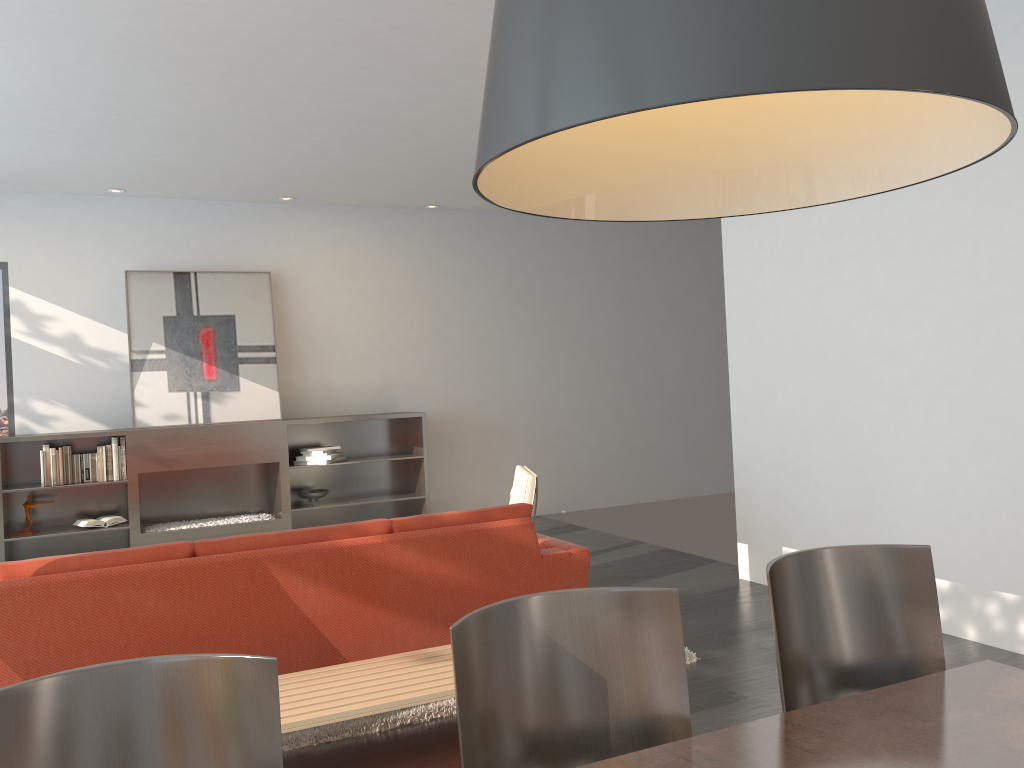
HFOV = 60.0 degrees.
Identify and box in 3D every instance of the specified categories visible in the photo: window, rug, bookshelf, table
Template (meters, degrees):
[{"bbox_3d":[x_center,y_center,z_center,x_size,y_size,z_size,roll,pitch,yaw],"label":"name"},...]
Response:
[{"bbox_3d":[-4.739,-0.062,6.996,1.410,3.340,0.065,-3,-1,-25],"label":"window"},{"bbox_3d":[-1.431,1.445,4.832,3.773,0.043,2.983,-3,0,-25],"label":"rug"},{"bbox_3d":[-2.402,0.915,7.544,3.388,1.163,0.570,-3,0,-25],"label":"bookshelf"},{"bbox_3d":[0.366,1.033,0.997,2.151,0.765,1.171,-3,0,-25],"label":"table"}]

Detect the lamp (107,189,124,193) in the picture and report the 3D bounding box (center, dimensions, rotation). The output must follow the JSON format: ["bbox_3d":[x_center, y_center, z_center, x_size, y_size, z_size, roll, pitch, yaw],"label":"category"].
[{"bbox_3d":[-3.292,-1.605,7.371,0.129,0.010,0.129,-3,0,20],"label":"lamp"}]

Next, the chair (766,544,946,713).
[{"bbox_3d":[0.834,0.857,1.762,0.548,0.968,0.614,-3,0,-25],"label":"chair"}]

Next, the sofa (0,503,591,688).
[{"bbox_3d":[-1.015,1.003,3.833,2.597,0.852,1.038,-3,0,-25],"label":"sofa"}]

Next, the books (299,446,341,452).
[{"bbox_3d":[-1.692,0.570,7.802,0.300,0.020,0.210,-3,0,-35],"label":"books"}]

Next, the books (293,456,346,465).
[{"bbox_3d":[-1.687,0.676,7.801,0.314,0.038,0.398,-3,0,14],"label":"books"}]

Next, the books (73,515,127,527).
[{"bbox_3d":[-3.271,1.098,7.043,0.234,0.064,0.336,-3,0,45],"label":"books"}]

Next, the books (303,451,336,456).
[{"bbox_3d":[-1.690,0.609,7.801,0.210,0.020,0.300,-3,0,4],"label":"books"}]

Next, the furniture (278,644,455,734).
[{"bbox_3d":[-0.582,1.230,3.091,2.006,0.357,0.492,-3,0,-25],"label":"furniture"}]

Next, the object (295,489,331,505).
[{"bbox_3d":[-1.741,0.998,7.763,0.309,0.117,0.309,-3,0,8],"label":"object"}]

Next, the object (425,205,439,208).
[{"bbox_3d":[-0.779,-1.726,8.629,0.129,0.010,0.129,-3,0,20],"label":"object"}]

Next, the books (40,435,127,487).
[{"bbox_3d":[-3.372,0.600,6.990,0.592,0.339,0.324,-3,0,-25],"label":"books"}]

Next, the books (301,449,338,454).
[{"bbox_3d":[-1.691,0.589,7.801,0.210,0.020,0.300,-3,0,15],"label":"books"}]

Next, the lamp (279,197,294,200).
[{"bbox_3d":[-2.029,-1.666,7.968,0.129,0.010,0.129,-3,0,20],"label":"lamp"}]

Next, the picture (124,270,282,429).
[{"bbox_3d":[-2.644,-0.320,7.634,1.208,1.338,0.269,-3,-1,-25],"label":"picture"}]

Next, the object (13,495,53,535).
[{"bbox_3d":[-3.718,1.008,6.872,0.245,0.290,0.201,-3,0,-5],"label":"object"}]

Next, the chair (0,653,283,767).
[{"bbox_3d":[-0.488,0.921,1.137,0.548,0.968,0.614,-3,0,-25],"label":"chair"}]

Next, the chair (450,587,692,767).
[{"bbox_3d":[0.203,0.887,1.464,0.548,0.968,0.614,-3,0,-25],"label":"chair"}]

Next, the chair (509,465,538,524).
[{"bbox_3d":[-0.161,0.966,5.640,0.707,0.817,0.700,-3,0,-5],"label":"chair"}]

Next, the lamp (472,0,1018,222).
[{"bbox_3d":[0.201,-1.023,0.997,0.567,1.580,0.567,-3,0,4],"label":"lamp"}]

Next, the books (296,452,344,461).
[{"bbox_3d":[-1.689,0.638,7.801,0.314,0.038,0.398,-3,0,4],"label":"books"}]
